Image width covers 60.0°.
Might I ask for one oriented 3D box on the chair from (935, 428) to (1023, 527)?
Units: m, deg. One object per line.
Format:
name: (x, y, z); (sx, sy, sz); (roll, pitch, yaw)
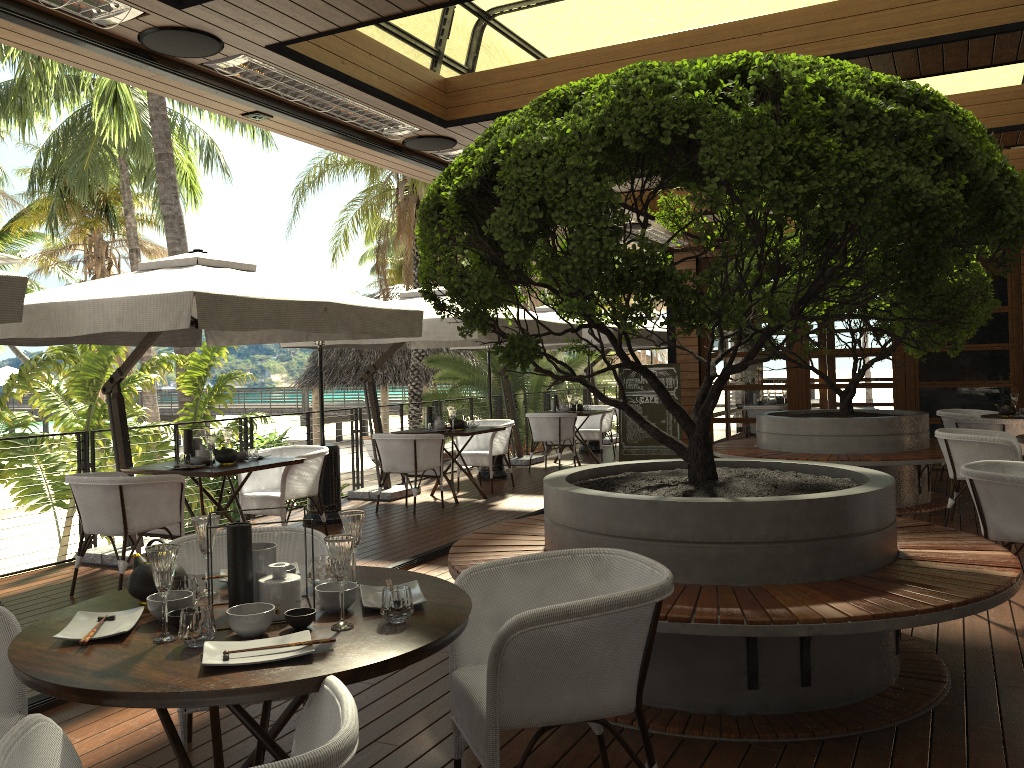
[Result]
chair: (3.775, 0.766, 7.174); (0.616, 0.788, 0.627); (-1, 0, 33)

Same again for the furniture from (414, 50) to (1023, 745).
furniture: (0.902, -0.047, 4.179); (2.615, 2.722, 2.695); (-1, 0, 17)

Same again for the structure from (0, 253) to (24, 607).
structure: (-3.261, 0.289, 5.245); (0.699, 2.192, 0.699); (-2, 0, 14)

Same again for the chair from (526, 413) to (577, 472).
chair: (0.524, 0.770, 11.928); (0.627, 0.788, 0.617); (-1, 0, 28)

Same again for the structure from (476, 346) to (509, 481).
structure: (-0.277, 0.099, 11.210); (0.699, 2.192, 0.699); (-2, 0, 14)

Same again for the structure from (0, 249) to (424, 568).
structure: (-2.283, 0.174, 6.546); (2.413, 2.333, 2.414); (-1, 1, 27)

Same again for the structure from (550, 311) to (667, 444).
structure: (2.248, -0.113, 15.606); (2.413, 2.333, 2.414); (-1, 1, 27)

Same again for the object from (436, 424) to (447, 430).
object: (-0.742, 0.462, 9.382); (0.116, 0.065, 0.116); (-1, 1, 25)

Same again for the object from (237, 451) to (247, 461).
object: (-2.054, 0.546, 6.697); (0.116, 0.065, 0.116); (-1, 1, 25)

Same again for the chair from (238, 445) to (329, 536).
chair: (-1.822, 0.919, 7.183); (0.627, 0.788, 0.617); (-1, 0, 28)

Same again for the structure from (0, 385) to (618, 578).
structure: (-3.689, 0.968, 6.166); (0.163, 1.153, 26.275); (-2, 1, 27)

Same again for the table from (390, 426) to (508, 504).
table: (-0.659, 0.863, 9.572); (0.931, 0.749, 0.932); (-1, 1, 27)

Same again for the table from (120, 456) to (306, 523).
table: (-2.174, 0.959, 6.544); (0.931, 0.749, 0.932); (-1, 1, 27)

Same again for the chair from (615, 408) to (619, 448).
chair: (2.024, 0.675, 14.929); (0.627, 0.788, 0.617); (-1, 0, 28)

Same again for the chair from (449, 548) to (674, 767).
chair: (0.159, 0.946, 2.674); (0.617, 0.788, 0.627); (-2, 0, -17)

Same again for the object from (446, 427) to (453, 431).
object: (-0.653, 0.472, 9.339); (0.080, 0.042, 0.080); (-2, 1, -12)

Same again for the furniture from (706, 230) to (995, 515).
furniture: (3.283, -0.195, 8.783); (2.569, 2.722, 2.719); (-2, 0, -8)

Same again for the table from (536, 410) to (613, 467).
table: (0.855, 0.767, 12.601); (0.931, 0.749, 0.932); (-1, 1, 27)

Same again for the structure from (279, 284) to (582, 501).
structure: (-0.772, 0.078, 9.566); (2.413, 2.333, 2.414); (-1, 1, 27)

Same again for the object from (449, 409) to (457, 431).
object: (-0.615, 0.376, 9.269); (0.082, 0.227, 0.082); (-2, 0, 16)

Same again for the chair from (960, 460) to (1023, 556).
chair: (2.796, 0.836, 4.786); (0.627, 0.788, 0.616); (-2, 0, -42)

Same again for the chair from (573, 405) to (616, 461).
chair: (1.241, 0.725, 13.306); (0.627, 0.788, 0.617); (-1, 0, 28)

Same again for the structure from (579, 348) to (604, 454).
structure: (1.243, 0.003, 14.250); (0.699, 2.192, 0.699); (-2, 0, 14)

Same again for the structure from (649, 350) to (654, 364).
structure: (2.722, -0.091, 17.207); (0.699, 2.192, 0.699); (-2, 0, 14)

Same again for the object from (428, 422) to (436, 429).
object: (-0.849, 0.453, 9.413); (0.086, 0.086, 0.086); (-1, 1, 31)

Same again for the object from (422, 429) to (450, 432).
object: (-0.769, 0.485, 9.221); (0.294, 0.025, 0.170); (-1, 1, 27)

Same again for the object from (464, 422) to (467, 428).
object: (-0.547, 0.450, 9.710); (0.116, 0.065, 0.116); (-1, 1, 25)

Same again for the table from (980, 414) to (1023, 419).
table: (5.484, 0.703, 9.122); (1.166, 0.749, 1.166); (-2, 1, -5)

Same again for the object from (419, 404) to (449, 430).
object: (-0.851, 0.361, 9.634); (0.263, 0.264, 0.263); (-2, 1, -18)

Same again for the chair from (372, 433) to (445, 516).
chair: (-1.037, 0.869, 8.808); (0.627, 0.788, 0.617); (-1, 0, 28)

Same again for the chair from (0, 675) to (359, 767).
chair: (-0.584, 0.986, 1.600); (0.627, 0.788, 0.616); (-2, 0, -17)

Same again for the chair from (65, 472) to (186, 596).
chair: (-2.539, 0.964, 5.805); (0.627, 0.788, 0.617); (-1, 0, 28)

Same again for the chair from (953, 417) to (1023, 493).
chair: (4.717, 0.713, 8.706); (0.617, 0.788, 0.627); (-2, 0, -32)

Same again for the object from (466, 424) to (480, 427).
object: (-0.519, 0.467, 9.872); (0.294, 0.025, 0.170); (-1, 1, 27)

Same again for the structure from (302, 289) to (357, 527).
structure: (-1.767, 0.194, 8.232); (0.699, 2.192, 0.699); (-2, 0, 14)

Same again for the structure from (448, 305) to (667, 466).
structure: (0.738, -0.017, 12.586); (2.413, 2.333, 2.414); (-1, 1, 27)

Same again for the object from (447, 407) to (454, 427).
object: (-0.677, 0.368, 9.823); (0.082, 0.227, 0.082); (-2, 0, 27)

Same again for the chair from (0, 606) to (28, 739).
chair: (-1.606, 1.003, 2.235); (0.617, 0.788, 0.627); (-2, 0, -17)

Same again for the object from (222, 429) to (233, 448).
object: (-2.184, 0.463, 6.810); (0.082, 0.227, 0.082); (-2, 0, 27)

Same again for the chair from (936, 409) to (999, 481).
chair: (5.086, 0.682, 9.827); (0.627, 0.788, 0.616); (-2, 0, -32)

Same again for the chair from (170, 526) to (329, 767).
chair: (-0.959, 0.967, 3.222); (0.627, 0.788, 0.616); (-2, 0, -17)

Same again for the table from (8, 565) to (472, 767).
table: (-0.681, 0.993, 2.392); (1.165, 0.749, 1.166); (-1, 1, 32)

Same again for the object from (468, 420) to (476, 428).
object: (-0.441, 0.437, 9.676); (0.086, 0.086, 0.086); (-1, 1, 31)

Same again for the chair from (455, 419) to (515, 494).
chair: (-0.294, 0.822, 10.238); (0.627, 0.788, 0.617); (-1, 0, 28)

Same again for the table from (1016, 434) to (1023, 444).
table: (4.446, 0.776, 6.630); (1.166, 0.749, 1.166); (-2, 1, -5)

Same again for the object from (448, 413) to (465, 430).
object: (-0.581, 0.398, 9.498); (0.163, 0.179, 0.168); (-1, 1, 28)

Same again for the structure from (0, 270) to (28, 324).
structure: (-3.793, 0.270, 3.526); (2.413, 2.333, 2.414); (-1, 1, 27)
